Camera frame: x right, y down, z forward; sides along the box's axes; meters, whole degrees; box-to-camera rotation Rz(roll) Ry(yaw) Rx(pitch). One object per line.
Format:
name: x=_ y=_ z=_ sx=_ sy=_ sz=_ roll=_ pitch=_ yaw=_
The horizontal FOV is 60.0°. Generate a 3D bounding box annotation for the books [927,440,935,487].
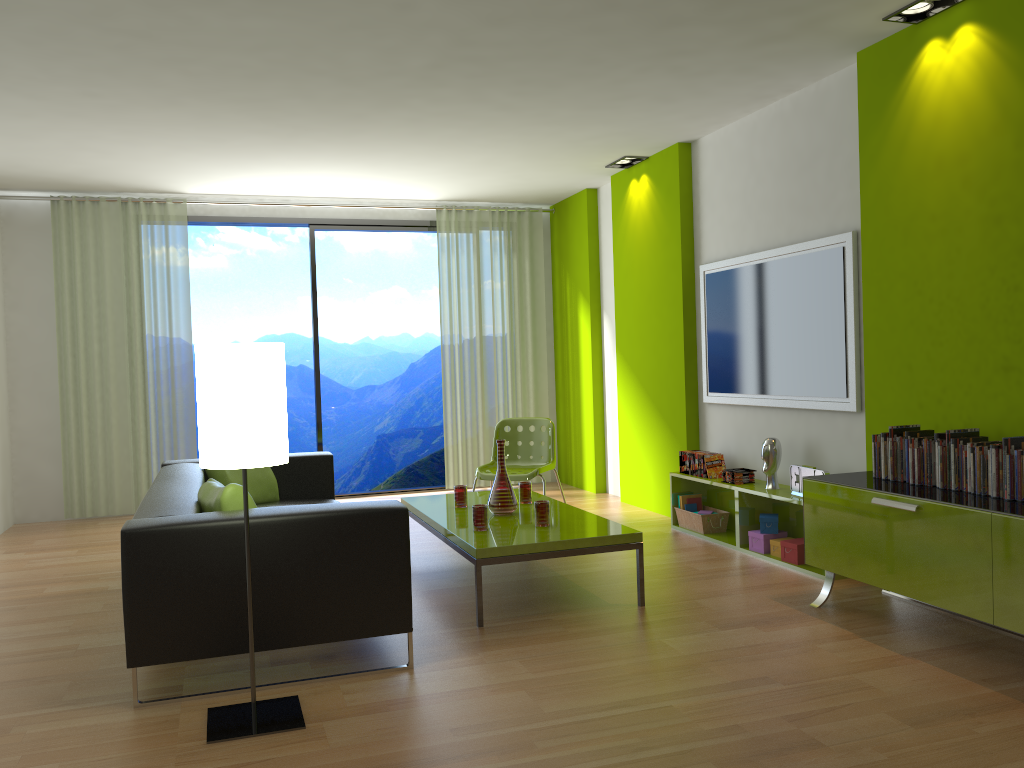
books: x=1.815 y=0.333 z=3.729 sx=0.163 sy=0.198 sz=0.018 roll=-2 pitch=1 yaw=-18

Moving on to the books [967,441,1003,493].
books: x=1.881 y=0.333 z=3.530 sx=0.163 sy=0.204 sz=0.025 roll=-2 pitch=1 yaw=-18

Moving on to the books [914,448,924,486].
books: x=1.791 y=0.350 z=3.771 sx=0.185 sy=0.164 sz=0.025 roll=-2 pitch=1 yaw=-18

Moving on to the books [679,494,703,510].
books: x=1.210 y=0.846 z=5.965 sx=0.158 sy=0.202 sz=0.051 roll=-2 pitch=1 yaw=-18

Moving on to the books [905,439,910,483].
books: x=1.775 y=0.332 z=3.844 sx=0.163 sy=0.196 sz=0.018 roll=-2 pitch=1 yaw=-18

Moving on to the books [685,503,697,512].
books: x=1.198 y=0.875 z=5.924 sx=0.086 sy=0.148 sz=0.025 roll=-2 pitch=1 yaw=-18

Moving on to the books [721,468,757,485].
books: x=1.383 y=0.564 z=5.427 sx=0.164 sy=0.078 sz=0.172 roll=-2 pitch=1 yaw=-20

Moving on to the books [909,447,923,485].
books: x=1.780 y=0.350 z=3.797 sx=0.185 sy=0.162 sz=0.025 roll=-2 pitch=1 yaw=-18

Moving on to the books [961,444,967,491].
books: x=1.874 y=0.338 z=3.573 sx=0.151 sy=0.193 sz=0.025 roll=-2 pitch=1 yaw=-18

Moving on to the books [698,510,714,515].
books: x=1.265 y=0.840 z=5.794 sx=0.087 sy=0.008 sz=0.110 roll=-1 pitch=1 yaw=22

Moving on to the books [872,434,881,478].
books: x=1.711 y=0.327 z=4.038 sx=0.163 sy=0.201 sz=0.025 roll=-2 pitch=1 yaw=-18

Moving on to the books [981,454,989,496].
books: x=1.894 y=0.354 z=3.455 sx=0.161 sy=0.166 sz=0.020 roll=-2 pitch=1 yaw=-18

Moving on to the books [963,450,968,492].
books: x=1.875 y=0.348 z=3.551 sx=0.163 sy=0.173 sz=0.017 roll=-2 pitch=1 yaw=-18

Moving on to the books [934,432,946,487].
books: x=1.831 y=0.318 z=3.711 sx=0.144 sy=0.229 sz=0.025 roll=-2 pitch=1 yaw=-18

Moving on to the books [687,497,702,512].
books: x=1.228 y=0.856 z=5.948 sx=0.105 sy=0.182 sz=0.031 roll=-2 pitch=1 yaw=-18

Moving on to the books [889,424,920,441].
books: x=1.744 y=0.307 z=3.937 sx=0.163 sy=0.246 sz=0.017 roll=-2 pitch=1 yaw=-18

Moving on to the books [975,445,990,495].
books: x=1.886 y=0.339 z=3.478 sx=0.161 sy=0.196 sz=0.030 roll=-2 pitch=1 yaw=-18

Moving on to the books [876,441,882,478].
books: x=1.718 y=0.343 z=4.018 sx=0.163 sy=0.171 sz=0.017 roll=-2 pitch=1 yaw=-18

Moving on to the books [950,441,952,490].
books: x=1.853 y=0.332 z=3.619 sx=0.161 sy=0.204 sz=0.014 roll=-2 pitch=1 yaw=-18

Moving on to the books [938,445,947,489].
books: x=1.833 y=0.341 z=3.651 sx=0.180 sy=0.185 sz=0.025 roll=-2 pitch=1 yaw=-18

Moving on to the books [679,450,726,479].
books: x=1.254 y=0.526 z=5.813 sx=0.147 sy=0.150 sz=0.370 roll=-2 pitch=1 yaw=-18

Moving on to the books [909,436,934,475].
books: x=1.782 y=0.330 z=3.824 sx=0.163 sy=0.201 sz=0.025 roll=-2 pitch=1 yaw=-18

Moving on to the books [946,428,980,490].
books: x=1.846 y=0.309 z=3.633 sx=0.163 sy=0.248 sz=0.017 roll=-2 pitch=1 yaw=-18

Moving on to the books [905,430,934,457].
books: x=1.777 y=0.317 z=3.867 sx=0.144 sy=0.227 sz=0.025 roll=-2 pitch=1 yaw=-18

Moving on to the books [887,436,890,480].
books: x=1.741 y=0.328 z=3.952 sx=0.161 sy=0.201 sz=0.013 roll=-2 pitch=1 yaw=-18

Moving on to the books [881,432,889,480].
books: x=1.728 y=0.322 z=3.971 sx=0.172 sy=0.215 sz=0.030 roll=-2 pitch=1 yaw=-18

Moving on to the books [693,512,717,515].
books: x=1.273 y=0.857 z=5.778 sx=0.143 sy=0.025 sz=0.182 roll=-2 pitch=1 yaw=-18

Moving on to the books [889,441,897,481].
books: x=1.743 y=0.339 z=3.915 sx=0.180 sy=0.183 sz=0.025 roll=-2 pitch=1 yaw=-18

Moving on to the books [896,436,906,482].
books: x=1.760 y=0.329 z=3.891 sx=0.163 sy=0.201 sz=0.032 roll=-2 pitch=1 yaw=-18

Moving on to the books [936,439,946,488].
books: x=1.831 y=0.331 z=3.681 sx=0.163 sy=0.204 sz=0.033 roll=-2 pitch=1 yaw=-18

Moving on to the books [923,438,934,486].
books: x=1.809 y=0.330 z=3.750 sx=0.163 sy=0.204 sz=0.025 roll=-2 pitch=1 yaw=-18

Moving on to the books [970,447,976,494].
books: x=1.878 y=0.341 z=3.502 sx=0.161 sy=0.191 sz=0.021 roll=-2 pitch=1 yaw=-18

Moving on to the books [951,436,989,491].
books: x=1.854 y=0.326 z=3.596 sx=0.172 sy=0.217 sz=0.031 roll=-2 pitch=1 yaw=-18
